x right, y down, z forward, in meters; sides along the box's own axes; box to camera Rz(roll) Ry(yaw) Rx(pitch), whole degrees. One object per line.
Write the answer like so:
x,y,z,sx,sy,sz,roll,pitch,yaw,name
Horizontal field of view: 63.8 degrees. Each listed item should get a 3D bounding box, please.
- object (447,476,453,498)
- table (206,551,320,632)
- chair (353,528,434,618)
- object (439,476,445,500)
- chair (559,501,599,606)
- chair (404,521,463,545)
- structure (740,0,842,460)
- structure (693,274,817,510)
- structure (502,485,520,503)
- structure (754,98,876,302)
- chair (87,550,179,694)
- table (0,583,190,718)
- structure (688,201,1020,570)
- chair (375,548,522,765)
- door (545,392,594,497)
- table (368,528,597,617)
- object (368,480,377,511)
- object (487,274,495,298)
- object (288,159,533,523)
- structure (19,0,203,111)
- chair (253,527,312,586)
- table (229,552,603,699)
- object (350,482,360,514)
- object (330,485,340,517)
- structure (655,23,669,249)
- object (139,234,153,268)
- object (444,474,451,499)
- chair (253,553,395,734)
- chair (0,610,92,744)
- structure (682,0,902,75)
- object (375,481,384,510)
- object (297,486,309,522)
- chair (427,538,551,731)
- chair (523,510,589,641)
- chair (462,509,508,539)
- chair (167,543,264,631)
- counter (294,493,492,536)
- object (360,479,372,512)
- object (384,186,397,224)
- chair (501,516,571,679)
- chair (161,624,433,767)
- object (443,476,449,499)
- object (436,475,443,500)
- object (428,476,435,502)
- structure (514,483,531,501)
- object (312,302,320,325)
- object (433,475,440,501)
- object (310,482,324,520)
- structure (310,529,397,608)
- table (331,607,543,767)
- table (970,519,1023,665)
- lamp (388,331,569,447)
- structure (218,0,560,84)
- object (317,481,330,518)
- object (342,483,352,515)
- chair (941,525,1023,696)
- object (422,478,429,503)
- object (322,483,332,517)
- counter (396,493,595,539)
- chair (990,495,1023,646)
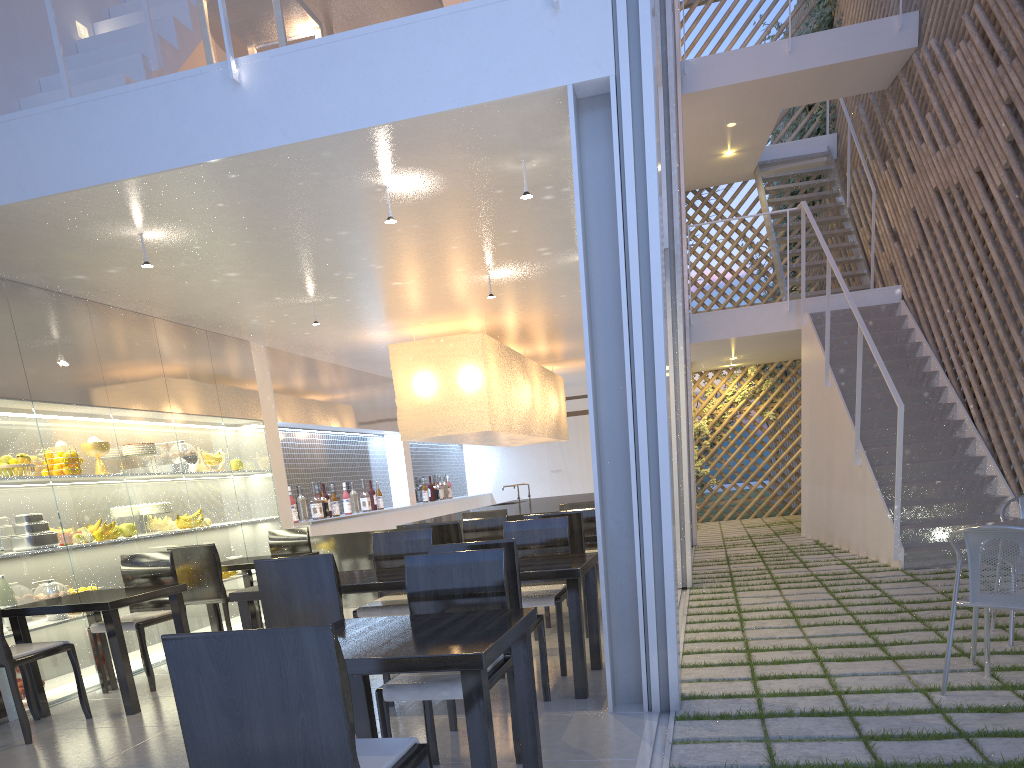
-0.506,0.826,6.585,0.043,0.196,0.040,1,15,25,object
-0.995,0.870,3.327,0.362,0.348,0.334,-5,4,13,table
-0.336,0.654,2.423,0.193,0.462,0.222,-3,11,13,chair
-0.553,0.813,6.418,0.044,0.197,0.043,-13,15,-30,object
0.278,0.686,3.247,0.193,0.462,0.222,-3,11,13,chair
-0.223,0.698,2.905,0.193,0.462,0.222,-3,11,13,chair
2.499,-1.561,7.069,1.122,4.756,3.105,-3,8,11,structure
1.951,0.148,6.841,1.150,2.105,0.268,-3,14,13,structure
-0.007,0.713,5.302,0.113,0.130,0.032,-4,13,13,structure
2.035,-1.391,5.647,0.539,1.982,1.179,-3,9,7,structure
-1.207,0.767,2.650,0.193,0.462,0.222,-3,11,13,chair
-1.200,0.791,2.454,0.362,0.348,0.334,-5,4,13,table
1.621,-0.100,4.190,1.190,2.057,1.862,-4,5,6,structure
-0.112,0.522,1.464,0.193,0.462,0.222,-3,11,13,chair
-0.583,0.555,4.840,0.480,1.228,5.308,1,-2,26,door
-0.027,0.746,3.091,0.922,0.348,0.334,-7,4,13,table
-0.869,0.693,5.114,0.044,0.204,0.042,-4,14,4,object
-0.077,-0.347,2.902,0.029,0.083,0.027,0,13,24,object
-0.574,0.098,3.013,1.683,0.855,1.773,-6,-2,11,object
-0.774,-0.847,1.654,1.739,3.472,3.476,-3,4,13,structure
-0.991,0.850,3.571,0.193,0.462,0.222,-3,11,13,chair
-0.232,0.667,2.218,0.922,0.348,0.334,-7,4,13,table
-0.929,0.671,4.838,0.044,0.197,0.043,-13,15,-29,object
-1.261,0.484,3.424,0.058,0.303,2.340,-2,-5,14,object
0.386,-0.891,2.345,0.028,0.572,1.636,-2,-3,13,structure
-0.953,-0.347,2.133,0.029,0.083,0.027,0,13,24,object
-0.522,0.813,6.524,0.044,0.214,0.045,-15,16,-34,object
-0.439,0.614,1.984,0.193,0.462,0.222,-3,11,13,chair
-1.318,0.724,2.179,0.193,0.462,0.222,-3,11,13,chair
1.515,-2.132,4.493,1.148,0.600,0.025,-6,14,13,structure
-0.837,0.703,5.177,0.041,0.191,0.039,-9,14,-16,object
-1.300,0.481,3.351,0.046,0.299,1.803,-1,-5,14,object
-0.041,0.563,1.887,0.193,0.462,0.222,-3,11,13,chair
0.175,0.647,2.808,0.193,0.462,0.222,-3,11,13,chair
-0.120,0.737,3.344,0.193,0.462,0.222,-3,11,13,chair
-1.102,0.807,3.100,0.193,0.462,0.222,-3,11,13,chair
-0.673,1.071,5.800,0.234,0.448,3.504,-3,-5,13,counter
-0.887,0.672,4.952,0.046,0.214,0.043,-2,14,14,object
-0.296,-0.431,1.972,0.029,0.083,0.027,0,13,24,object
0.062,0.603,2.326,0.193,0.462,0.222,-3,11,13,chair
-0.223,0.480,0.993,0.193,0.462,0.222,-3,11,13,chair
-0.526,0.816,6.466,0.046,0.197,0.041,-2,14,13,object
-0.570,0.799,6.348,0.046,0.214,0.043,-2,14,14,object
-0.603,0.781,6.124,0.044,0.204,0.042,-4,14,4,object
0.068,0.742,5.619,0.113,0.130,0.032,-4,13,13,structure
-0.735,-0.263,3.062,0.029,0.083,0.027,0,13,24,object
-0.586,0.790,6.266,0.046,0.214,0.042,-2,14,12,object
-1.258,0.484,3.407,0.047,0.299,1.923,-2,-5,13,object
-0.791,0.902,3.972,0.560,0.390,0.011,-6,14,13,structure
-0.156,0.558,1.323,0.362,0.348,0.334,-5,4,13,table
1.273,0.476,1.866,0.341,0.351,0.339,-8,5,-25,table
-0.079,0.112,4.801,0.451,0.437,2.222,-4,-5,13,lamp
-0.704,-0.320,1.079,1.374,1.882,1.358,-4,7,13,structure
-1.248,0.487,3.450,0.106,0.299,1.996,-2,-5,15,object
-0.950,0.658,4.719,0.044,0.196,0.040,-2,14,14,object
1.023,0.455,1.648,0.241,0.400,0.255,-11,10,-32,chair
-0.641,0.781,6.030,0.041,0.191,0.039,-9,14,-16,object
-1.266,0.495,3.500,0.067,0.299,2.066,-2,-5,13,object
0.149,0.917,4.979,0.821,0.387,2.427,-6,-6,13,counter
1.407,0.472,2.138,0.264,0.400,0.231,-3,9,13,chair
